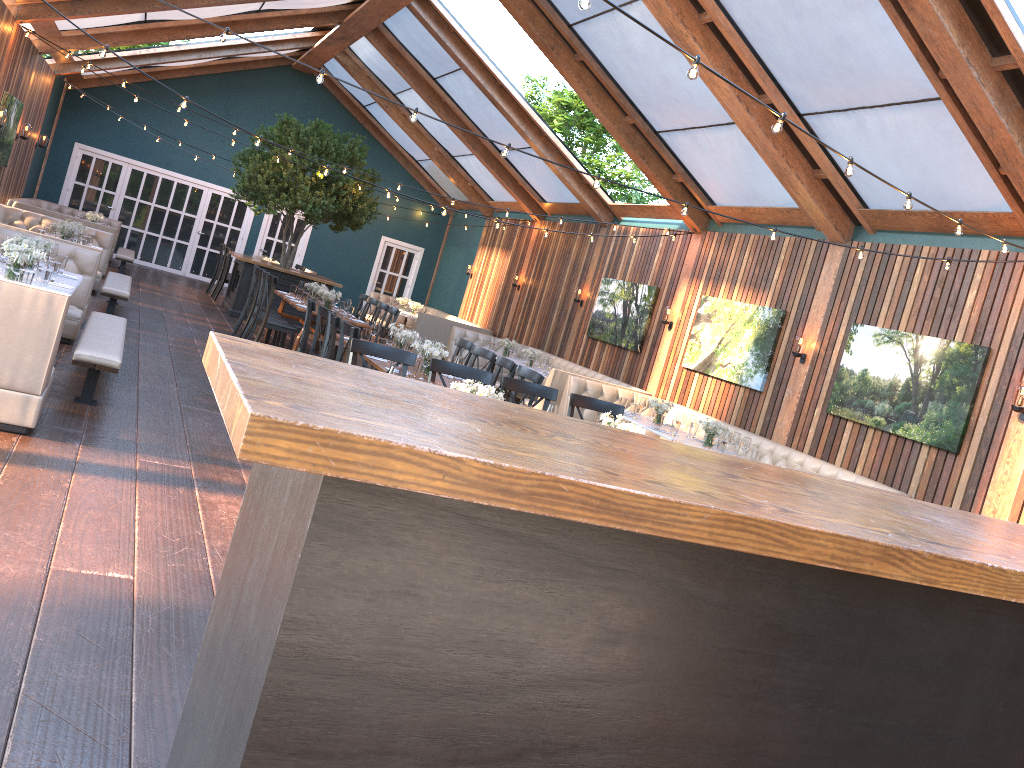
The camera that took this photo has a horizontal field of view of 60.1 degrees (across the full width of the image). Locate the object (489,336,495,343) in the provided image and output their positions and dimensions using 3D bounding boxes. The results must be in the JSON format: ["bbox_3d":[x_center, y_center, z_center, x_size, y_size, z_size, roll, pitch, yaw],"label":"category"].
[{"bbox_3d":[-0.343,-0.659,14.377,0.093,0.244,0.092,17,2,23],"label":"object"}]

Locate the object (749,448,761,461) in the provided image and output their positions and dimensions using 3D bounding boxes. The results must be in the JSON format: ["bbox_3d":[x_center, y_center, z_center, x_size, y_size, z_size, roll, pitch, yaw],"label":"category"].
[{"bbox_3d":[2.338,0.710,8.543,0.091,0.158,0.093,14,3,-38],"label":"object"}]

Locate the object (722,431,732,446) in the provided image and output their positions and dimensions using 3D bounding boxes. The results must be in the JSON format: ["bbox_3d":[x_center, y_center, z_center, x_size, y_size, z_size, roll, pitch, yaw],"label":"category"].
[{"bbox_3d":[2.068,0.584,8.578,0.093,0.244,0.092,17,2,18],"label":"object"}]

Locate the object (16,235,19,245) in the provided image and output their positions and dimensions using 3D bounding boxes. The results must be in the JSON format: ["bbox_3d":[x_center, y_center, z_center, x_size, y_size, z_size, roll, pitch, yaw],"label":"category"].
[{"bbox_3d":[-4.148,-1.121,7.433,0.093,0.244,0.092,17,2,23],"label":"object"}]

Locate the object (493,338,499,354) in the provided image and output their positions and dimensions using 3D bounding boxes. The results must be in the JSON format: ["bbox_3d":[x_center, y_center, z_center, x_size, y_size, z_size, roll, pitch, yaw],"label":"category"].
[{"bbox_3d":[-0.262,-0.614,14.150,0.093,0.244,0.092,17,2,23],"label":"object"}]

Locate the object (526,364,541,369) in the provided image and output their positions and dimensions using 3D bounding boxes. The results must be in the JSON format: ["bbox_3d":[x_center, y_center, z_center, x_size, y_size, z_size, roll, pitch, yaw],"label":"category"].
[{"bbox_3d":[0.320,-0.278,13.621,0.253,0.019,0.159,14,6,-24],"label":"object"}]

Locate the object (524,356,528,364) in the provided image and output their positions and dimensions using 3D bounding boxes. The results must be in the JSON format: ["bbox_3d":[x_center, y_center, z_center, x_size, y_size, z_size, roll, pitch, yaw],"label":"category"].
[{"bbox_3d":[0.235,-0.387,13.745,0.091,0.158,0.093,14,3,-38],"label":"object"}]

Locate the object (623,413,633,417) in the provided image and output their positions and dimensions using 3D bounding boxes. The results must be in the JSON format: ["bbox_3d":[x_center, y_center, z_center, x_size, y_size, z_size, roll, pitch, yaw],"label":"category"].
[{"bbox_3d":[1.284,0.336,10.048,0.253,0.019,0.159,14,6,-24],"label":"object"}]

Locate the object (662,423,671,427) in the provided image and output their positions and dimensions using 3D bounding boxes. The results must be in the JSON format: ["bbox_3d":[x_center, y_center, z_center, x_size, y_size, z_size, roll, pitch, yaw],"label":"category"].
[{"bbox_3d":[1.747,0.455,10.217,0.253,0.019,0.159,14,6,-24],"label":"object"}]

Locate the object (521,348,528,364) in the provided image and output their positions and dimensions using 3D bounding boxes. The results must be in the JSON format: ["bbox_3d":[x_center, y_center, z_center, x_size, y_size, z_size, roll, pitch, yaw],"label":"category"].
[{"bbox_3d":[0.195,-0.435,13.648,0.093,0.244,0.092,17,2,23],"label":"object"}]

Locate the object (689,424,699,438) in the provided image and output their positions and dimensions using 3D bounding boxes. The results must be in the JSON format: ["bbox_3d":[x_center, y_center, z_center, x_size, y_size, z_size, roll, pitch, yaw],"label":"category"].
[{"bbox_3d":[1.969,0.504,9.609,0.091,0.158,0.093,14,3,-38],"label":"object"}]

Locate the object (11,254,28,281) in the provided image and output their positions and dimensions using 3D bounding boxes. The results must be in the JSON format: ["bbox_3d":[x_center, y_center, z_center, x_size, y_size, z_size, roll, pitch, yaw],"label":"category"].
[{"bbox_3d":[-3.361,-0.759,6.014,0.093,0.244,0.092,17,2,18],"label":"object"}]

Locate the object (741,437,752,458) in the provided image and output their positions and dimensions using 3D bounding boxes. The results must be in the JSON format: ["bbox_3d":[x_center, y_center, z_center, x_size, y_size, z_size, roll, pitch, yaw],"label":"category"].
[{"bbox_3d":[2.259,0.638,8.596,0.093,0.244,0.092,17,2,18],"label":"object"}]

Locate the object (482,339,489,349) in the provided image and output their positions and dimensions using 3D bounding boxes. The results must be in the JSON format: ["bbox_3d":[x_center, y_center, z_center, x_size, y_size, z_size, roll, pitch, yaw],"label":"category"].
[{"bbox_3d":[-0.446,-0.650,14.432,0.091,0.158,0.093,14,3,-38],"label":"object"}]

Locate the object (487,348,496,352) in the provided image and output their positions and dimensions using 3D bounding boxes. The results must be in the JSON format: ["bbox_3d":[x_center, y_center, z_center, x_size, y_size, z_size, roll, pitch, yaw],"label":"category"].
[{"bbox_3d":[-0.344,-0.558,14.543,0.156,0.019,0.257,14,6,-24],"label":"object"}]

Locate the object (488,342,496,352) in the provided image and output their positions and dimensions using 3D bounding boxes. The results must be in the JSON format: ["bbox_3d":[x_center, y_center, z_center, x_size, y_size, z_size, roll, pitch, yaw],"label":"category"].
[{"bbox_3d":[-0.327,-0.580,14.056,0.091,0.158,0.093,14,3,-38],"label":"object"}]

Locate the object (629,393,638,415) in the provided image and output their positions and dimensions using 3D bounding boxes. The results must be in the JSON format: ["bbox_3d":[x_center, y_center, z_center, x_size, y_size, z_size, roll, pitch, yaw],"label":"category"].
[{"bbox_3d":[1.391,0.231,10.241,0.093,0.244,0.092,17,2,23],"label":"object"}]

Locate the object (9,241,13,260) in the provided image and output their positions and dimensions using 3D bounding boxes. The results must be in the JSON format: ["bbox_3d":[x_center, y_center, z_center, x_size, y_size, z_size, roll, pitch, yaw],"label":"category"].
[{"bbox_3d":[-4.332,-1.156,7.714,0.091,0.158,0.093,14,3,-38],"label":"object"}]

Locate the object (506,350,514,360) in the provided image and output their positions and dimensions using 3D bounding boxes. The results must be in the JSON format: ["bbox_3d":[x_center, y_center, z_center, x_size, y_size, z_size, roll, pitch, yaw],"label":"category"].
[{"bbox_3d":[-0.038,-0.430,13.346,0.091,0.158,0.093,14,3,-38],"label":"object"}]

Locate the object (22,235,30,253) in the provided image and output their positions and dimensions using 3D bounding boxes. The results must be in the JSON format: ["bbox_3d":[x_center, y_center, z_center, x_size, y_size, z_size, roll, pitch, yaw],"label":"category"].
[{"bbox_3d":[-4.229,-1.166,7.659,0.093,0.244,0.092,17,2,23],"label":"object"}]

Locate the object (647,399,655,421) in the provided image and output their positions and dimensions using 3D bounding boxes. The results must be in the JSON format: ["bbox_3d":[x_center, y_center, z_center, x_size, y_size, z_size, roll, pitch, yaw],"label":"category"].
[{"bbox_3d":[1.622,0.299,10.245,0.093,0.244,0.092,17,2,23],"label":"object"}]

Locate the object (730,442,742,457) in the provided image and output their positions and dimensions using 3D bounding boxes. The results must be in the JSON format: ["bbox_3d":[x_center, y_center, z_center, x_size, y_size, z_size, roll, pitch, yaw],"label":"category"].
[{"bbox_3d":[2.256,0.651,8.923,0.091,0.158,0.093,14,3,-38],"label":"object"}]

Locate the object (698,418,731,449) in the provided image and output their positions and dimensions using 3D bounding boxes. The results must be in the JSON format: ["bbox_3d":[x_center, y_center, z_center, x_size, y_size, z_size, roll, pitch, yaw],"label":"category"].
[{"bbox_3d":[2.031,0.499,9.010,0.339,0.309,0.326,19,4,40],"label":"object"}]

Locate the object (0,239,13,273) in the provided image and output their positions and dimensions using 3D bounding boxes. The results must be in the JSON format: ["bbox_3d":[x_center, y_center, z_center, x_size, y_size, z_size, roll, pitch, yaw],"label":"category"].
[{"bbox_3d":[-3.859,-0.971,6.723,0.093,0.244,0.092,17,2,18],"label":"object"}]

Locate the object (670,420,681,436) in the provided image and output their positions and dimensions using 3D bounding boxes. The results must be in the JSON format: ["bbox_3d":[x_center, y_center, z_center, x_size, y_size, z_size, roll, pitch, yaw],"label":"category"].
[{"bbox_3d":[1.696,0.461,9.211,0.091,0.158,0.093,14,3,-38],"label":"object"}]

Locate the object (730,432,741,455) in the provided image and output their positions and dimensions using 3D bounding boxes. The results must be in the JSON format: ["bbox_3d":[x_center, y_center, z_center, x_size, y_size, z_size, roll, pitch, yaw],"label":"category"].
[{"bbox_3d":[2.215,0.604,8.827,0.093,0.244,0.092,17,2,18],"label":"object"}]

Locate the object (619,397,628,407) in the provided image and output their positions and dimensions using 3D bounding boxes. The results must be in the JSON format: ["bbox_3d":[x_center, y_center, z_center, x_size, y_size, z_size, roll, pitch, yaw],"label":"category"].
[{"bbox_3d":[1.288,0.241,10.296,0.091,0.158,0.093,14,3,-38],"label":"object"}]

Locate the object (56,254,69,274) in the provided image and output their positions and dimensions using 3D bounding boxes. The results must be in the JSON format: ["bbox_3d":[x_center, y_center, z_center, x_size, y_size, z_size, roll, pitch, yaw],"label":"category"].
[{"bbox_3d":[-3.957,-1.051,7.759,0.091,0.158,0.093,14,3,-38],"label":"object"}]

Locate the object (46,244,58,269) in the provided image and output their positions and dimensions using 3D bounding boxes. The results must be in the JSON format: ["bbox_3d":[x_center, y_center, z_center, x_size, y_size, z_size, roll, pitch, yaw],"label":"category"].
[{"bbox_3d":[-3.998,-1.099,7.663,0.093,0.244,0.092,17,2,23],"label":"object"}]

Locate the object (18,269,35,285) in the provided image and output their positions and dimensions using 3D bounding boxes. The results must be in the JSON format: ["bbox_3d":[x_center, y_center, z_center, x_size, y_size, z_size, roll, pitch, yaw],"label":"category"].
[{"bbox_3d":[-3.282,-0.687,5.961,0.091,0.158,0.093,14,3,-38],"label":"object"}]

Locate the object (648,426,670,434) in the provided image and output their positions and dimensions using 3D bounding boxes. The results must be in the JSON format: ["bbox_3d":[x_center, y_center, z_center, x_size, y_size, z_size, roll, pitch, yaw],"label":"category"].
[{"bbox_3d":[1.572,0.486,9.338,0.253,0.019,0.159,14,6,-24],"label":"object"}]

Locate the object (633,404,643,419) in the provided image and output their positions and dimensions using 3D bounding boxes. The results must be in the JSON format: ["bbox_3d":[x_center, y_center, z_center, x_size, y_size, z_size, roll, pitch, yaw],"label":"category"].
[{"bbox_3d":[1.407,0.311,9.921,0.091,0.158,0.093,14,3,-38],"label":"object"}]

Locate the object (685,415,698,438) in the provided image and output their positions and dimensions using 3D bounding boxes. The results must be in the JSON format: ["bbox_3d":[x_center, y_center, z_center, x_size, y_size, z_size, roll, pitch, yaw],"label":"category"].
[{"bbox_3d":[1.929,0.456,9.513,0.093,0.244,0.092,17,2,18],"label":"object"}]

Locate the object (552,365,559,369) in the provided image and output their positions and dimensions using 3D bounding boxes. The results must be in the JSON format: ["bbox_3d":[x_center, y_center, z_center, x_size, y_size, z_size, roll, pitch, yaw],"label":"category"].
[{"bbox_3d":[0.604,-0.180,12.679,0.092,0.158,0.091,17,2,12],"label":"object"}]

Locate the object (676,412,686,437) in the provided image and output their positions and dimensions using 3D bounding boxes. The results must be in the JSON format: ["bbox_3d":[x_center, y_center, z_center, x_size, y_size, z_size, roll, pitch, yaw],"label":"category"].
[{"bbox_3d":[1.760,0.426,9.305,0.093,0.244,0.092,17,2,18],"label":"object"}]

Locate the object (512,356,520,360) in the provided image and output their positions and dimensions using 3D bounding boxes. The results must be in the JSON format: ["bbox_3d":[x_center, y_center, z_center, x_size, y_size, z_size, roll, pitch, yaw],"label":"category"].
[{"bbox_3d":[0.014,-0.436,14.353,0.253,0.019,0.159,14,6,-24],"label":"object"}]

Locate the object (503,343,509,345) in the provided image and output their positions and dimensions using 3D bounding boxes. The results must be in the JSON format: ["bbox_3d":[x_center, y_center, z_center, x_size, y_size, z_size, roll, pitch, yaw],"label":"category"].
[{"bbox_3d":[-0.111,-0.592,14.380,0.093,0.244,0.092,17,2,23],"label":"object"}]

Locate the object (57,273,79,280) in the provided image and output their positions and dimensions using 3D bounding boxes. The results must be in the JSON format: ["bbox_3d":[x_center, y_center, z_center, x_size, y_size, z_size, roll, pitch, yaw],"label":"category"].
[{"bbox_3d":[-3.873,-0.942,7.635,0.253,0.019,0.159,14,6,-24],"label":"object"}]

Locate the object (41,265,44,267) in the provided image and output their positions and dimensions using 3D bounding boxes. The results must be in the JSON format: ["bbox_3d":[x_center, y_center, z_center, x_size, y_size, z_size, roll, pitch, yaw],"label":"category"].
[{"bbox_3d":[-4.230,-1.064,7.825,0.156,0.019,0.257,14,6,-24],"label":"object"}]

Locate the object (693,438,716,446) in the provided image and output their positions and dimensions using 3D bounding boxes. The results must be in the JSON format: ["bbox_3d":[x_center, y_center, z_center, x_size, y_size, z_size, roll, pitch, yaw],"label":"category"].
[{"bbox_3d":[2.054,0.612,9.485,0.253,0.019,0.159,14,6,-24],"label":"object"}]

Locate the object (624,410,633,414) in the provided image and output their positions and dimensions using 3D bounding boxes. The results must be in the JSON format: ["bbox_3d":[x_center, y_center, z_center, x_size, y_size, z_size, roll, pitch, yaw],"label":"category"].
[{"bbox_3d":[1.390,0.333,10.407,0.156,0.019,0.257,14,6,-24],"label":"object"}]

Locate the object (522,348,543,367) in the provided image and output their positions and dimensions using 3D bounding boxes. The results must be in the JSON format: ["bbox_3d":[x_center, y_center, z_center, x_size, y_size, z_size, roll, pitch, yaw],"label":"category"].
[{"bbox_3d":[0.294,-0.392,13.139,0.335,0.309,0.331,16,3,-8],"label":"object"}]

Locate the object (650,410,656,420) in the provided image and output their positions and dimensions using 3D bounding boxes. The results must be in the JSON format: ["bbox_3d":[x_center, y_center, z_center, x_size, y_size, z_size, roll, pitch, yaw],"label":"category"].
[{"bbox_3d":[1.663,0.346,10.341,0.091,0.158,0.093,14,3,-38],"label":"object"}]

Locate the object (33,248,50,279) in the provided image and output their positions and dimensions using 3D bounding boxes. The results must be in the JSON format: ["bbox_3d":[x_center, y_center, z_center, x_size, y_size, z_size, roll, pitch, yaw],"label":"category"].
[{"bbox_3d":[-3.691,-0.941,6.931,0.093,0.244,0.092,17,2,18],"label":"object"}]

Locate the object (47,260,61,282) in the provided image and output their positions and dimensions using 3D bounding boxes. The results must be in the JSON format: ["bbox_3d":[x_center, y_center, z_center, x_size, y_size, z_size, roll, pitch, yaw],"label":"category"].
[{"bbox_3d":[-3.651,-0.894,7.027,0.091,0.158,0.093,14,3,-38],"label":"object"}]

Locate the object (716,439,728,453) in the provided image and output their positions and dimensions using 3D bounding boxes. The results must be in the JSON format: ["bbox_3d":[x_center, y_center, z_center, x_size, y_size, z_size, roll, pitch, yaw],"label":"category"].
[{"bbox_3d":[2.003,0.618,8.484,0.091,0.158,0.093,14,3,-38],"label":"object"}]

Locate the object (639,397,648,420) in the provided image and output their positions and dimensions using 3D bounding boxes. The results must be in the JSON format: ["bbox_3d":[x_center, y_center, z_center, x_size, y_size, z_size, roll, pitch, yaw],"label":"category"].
[{"bbox_3d":[1.472,0.276,10.015,0.093,0.244,0.092,17,2,23],"label":"object"}]

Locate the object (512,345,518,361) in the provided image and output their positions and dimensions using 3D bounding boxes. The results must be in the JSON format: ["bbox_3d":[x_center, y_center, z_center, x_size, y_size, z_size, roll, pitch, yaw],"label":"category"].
[{"bbox_3d":[0.027,-0.464,13.440,0.093,0.244,0.092,17,2,23],"label":"object"}]

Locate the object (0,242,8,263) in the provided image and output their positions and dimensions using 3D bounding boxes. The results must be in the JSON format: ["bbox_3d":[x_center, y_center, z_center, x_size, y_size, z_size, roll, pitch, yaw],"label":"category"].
[{"bbox_3d":[-4.213,-1.086,7.339,0.091,0.158,0.093,14,3,-38],"label":"object"}]

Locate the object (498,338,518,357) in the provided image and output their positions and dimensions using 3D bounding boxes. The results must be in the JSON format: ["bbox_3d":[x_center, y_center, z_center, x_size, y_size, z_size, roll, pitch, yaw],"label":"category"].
[{"bbox_3d":[-0.073,-0.581,14.015,0.335,0.309,0.331,16,3,-12],"label":"object"}]

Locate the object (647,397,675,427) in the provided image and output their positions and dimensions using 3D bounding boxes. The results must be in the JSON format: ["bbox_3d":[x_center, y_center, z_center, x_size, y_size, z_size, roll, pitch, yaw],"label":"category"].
[{"bbox_3d":[1.649,0.307,9.873,0.329,0.309,0.337,16,3,-2],"label":"object"}]

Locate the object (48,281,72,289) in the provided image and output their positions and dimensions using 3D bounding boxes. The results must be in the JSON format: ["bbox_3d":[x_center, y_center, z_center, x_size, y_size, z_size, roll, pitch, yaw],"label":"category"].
[{"bbox_3d":[-3.566,-0.785,6.903,0.253,0.019,0.159,14,6,-24],"label":"object"}]
